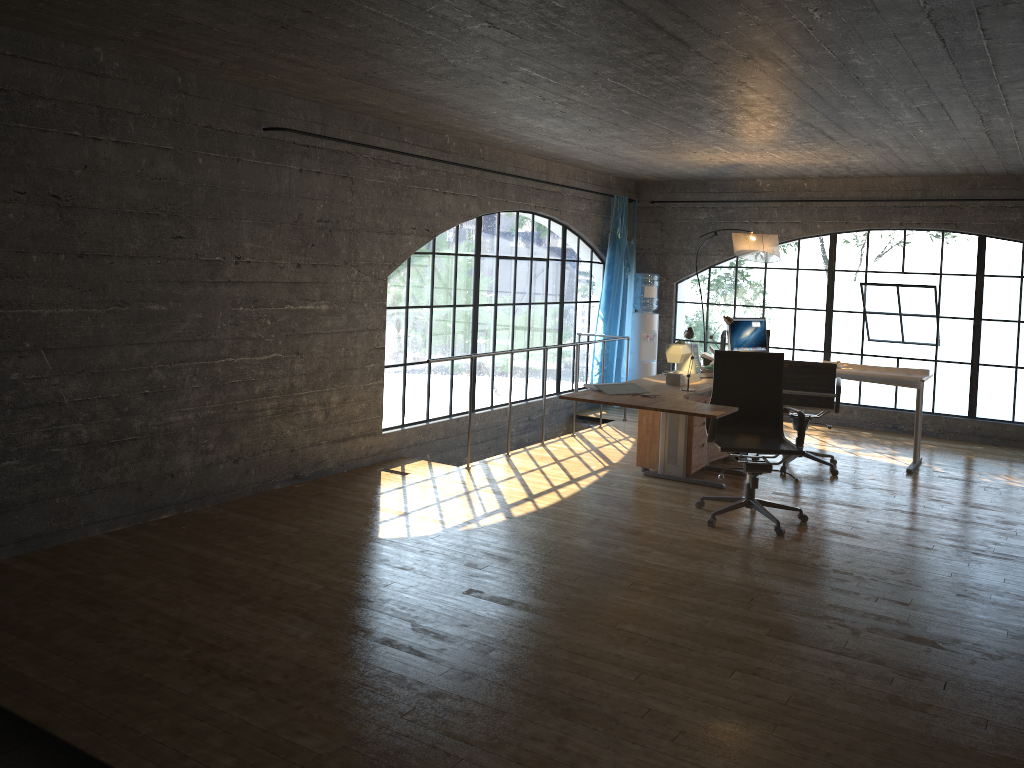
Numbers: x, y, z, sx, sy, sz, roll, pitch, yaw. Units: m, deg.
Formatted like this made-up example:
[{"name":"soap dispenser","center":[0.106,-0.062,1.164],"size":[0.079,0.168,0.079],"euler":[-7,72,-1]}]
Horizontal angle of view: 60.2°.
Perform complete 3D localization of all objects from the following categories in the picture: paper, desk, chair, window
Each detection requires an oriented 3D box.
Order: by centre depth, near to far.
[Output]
[{"name":"chair","center":[1.507,0.326,5.405],"size":[0.653,1.011,0.689],"euler":[2,4,1]},{"name":"desk","center":[1.850,0.358,6.308],"size":[1.641,0.735,3.521],"euler":[7,8,33]},{"name":"chair","center":[2.252,0.223,6.981],"size":[0.654,0.855,0.688],"euler":[4,4,18]},{"name":"paper","center":[2.934,-0.083,7.264],"size":[0.854,0.113,0.584],"euler":[7,9,32]},{"name":"window","center":[2.215,-0.672,8.567],"size":[6.941,1.862,3.211],"euler":[1,6,-8]}]

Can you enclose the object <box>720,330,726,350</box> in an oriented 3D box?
[{"name":"object","center":[1.821,-0.329,7.635],"size":[0.085,0.276,0.085],"euler":[2,3,-14]}]

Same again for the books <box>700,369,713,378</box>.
[{"name":"books","center":[1.363,-0.088,6.530],"size":[0.260,0.054,0.293],"euler":[0,8,-17]}]

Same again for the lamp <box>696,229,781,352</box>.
[{"name":"lamp","center":[1.919,-0.799,10.494],"size":[0.386,1.920,6.287],"euler":[2,7,-3]}]

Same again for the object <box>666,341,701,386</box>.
[{"name":"object","center":[1.172,-0.151,6.087],"size":[0.137,0.283,0.404],"euler":[4,6,32]}]

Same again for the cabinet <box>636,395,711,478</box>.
[{"name":"cabinet","center":[1.212,0.377,6.595],"size":[0.428,0.569,0.426],"euler":[5,5,29]}]

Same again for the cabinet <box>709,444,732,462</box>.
[{"name":"cabinet","center":[1.505,0.332,7.023],"size":[0.474,0.569,0.426],"euler":[6,5,39]}]

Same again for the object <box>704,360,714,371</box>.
[{"name":"object","center":[1.607,-0.132,6.646],"size":[0.256,0.129,0.253],"euler":[7,8,34]}]

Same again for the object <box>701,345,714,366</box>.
[{"name":"object","center":[1.674,-0.240,7.347],"size":[0.190,0.164,0.170],"euler":[4,5,17]}]

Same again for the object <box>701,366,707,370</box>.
[{"name":"object","center":[1.484,-0.131,6.992],"size":[0.132,0.026,0.132],"euler":[7,9,32]}]

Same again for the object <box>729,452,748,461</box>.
[{"name":"object","center":[1.695,0.381,7.300],"size":[0.482,0.409,0.200],"euler":[6,5,37]}]

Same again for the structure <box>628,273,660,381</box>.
[{"name":"structure","center":[1.482,-0.505,9.911],"size":[0.327,1.470,0.328],"euler":[0,3,-38]}]

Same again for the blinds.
[{"name":"blinds","center":[1.172,-0.897,9.585],"size":[0.263,2.274,0.948],"euler":[3,3,28]}]

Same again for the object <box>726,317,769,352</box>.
[{"name":"object","center":[2.058,-0.387,7.725],"size":[0.470,0.389,0.287],"euler":[-1,5,-33]}]

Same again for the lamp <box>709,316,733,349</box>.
[{"name":"lamp","center":[1.774,-0.380,7.513],"size":[0.207,0.407,0.106],"euler":[2,2,-1]}]

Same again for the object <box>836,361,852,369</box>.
[{"name":"object","center":[2.816,-0.165,7.504],"size":[0.159,0.064,0.054],"euler":[2,4,-1]}]

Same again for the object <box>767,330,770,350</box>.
[{"name":"object","center":[2.269,-0.347,7.903],"size":[0.085,0.276,0.085],"euler":[4,3,34]}]

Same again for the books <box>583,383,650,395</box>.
[{"name":"books","center":[0.648,0.022,5.535],"size":[0.307,0.044,0.320],"euler":[-1,8,-23]}]

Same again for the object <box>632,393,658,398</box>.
[{"name":"object","center":[0.809,0.071,5.338],"size":[0.143,0.013,0.128],"euler":[8,9,35]}]

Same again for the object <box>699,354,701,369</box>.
[{"name":"object","center":[1.416,-0.174,6.912],"size":[0.134,0.128,0.039],"euler":[5,3,27]}]

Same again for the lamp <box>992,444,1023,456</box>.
[{"name":"lamp","center":[4.532,-0.348,7.880],"size":[0.386,1.920,6.289],"euler":[2,7,-12]}]

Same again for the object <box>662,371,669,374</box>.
[{"name":"object","center":[1.183,-0.074,6.479],"size":[0.075,0.025,0.182],"euler":[-1,8,-28]}]

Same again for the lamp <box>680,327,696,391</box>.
[{"name":"lamp","center":[1.142,-0.162,5.689],"size":[0.105,0.407,0.208],"euler":[3,3,18]}]
